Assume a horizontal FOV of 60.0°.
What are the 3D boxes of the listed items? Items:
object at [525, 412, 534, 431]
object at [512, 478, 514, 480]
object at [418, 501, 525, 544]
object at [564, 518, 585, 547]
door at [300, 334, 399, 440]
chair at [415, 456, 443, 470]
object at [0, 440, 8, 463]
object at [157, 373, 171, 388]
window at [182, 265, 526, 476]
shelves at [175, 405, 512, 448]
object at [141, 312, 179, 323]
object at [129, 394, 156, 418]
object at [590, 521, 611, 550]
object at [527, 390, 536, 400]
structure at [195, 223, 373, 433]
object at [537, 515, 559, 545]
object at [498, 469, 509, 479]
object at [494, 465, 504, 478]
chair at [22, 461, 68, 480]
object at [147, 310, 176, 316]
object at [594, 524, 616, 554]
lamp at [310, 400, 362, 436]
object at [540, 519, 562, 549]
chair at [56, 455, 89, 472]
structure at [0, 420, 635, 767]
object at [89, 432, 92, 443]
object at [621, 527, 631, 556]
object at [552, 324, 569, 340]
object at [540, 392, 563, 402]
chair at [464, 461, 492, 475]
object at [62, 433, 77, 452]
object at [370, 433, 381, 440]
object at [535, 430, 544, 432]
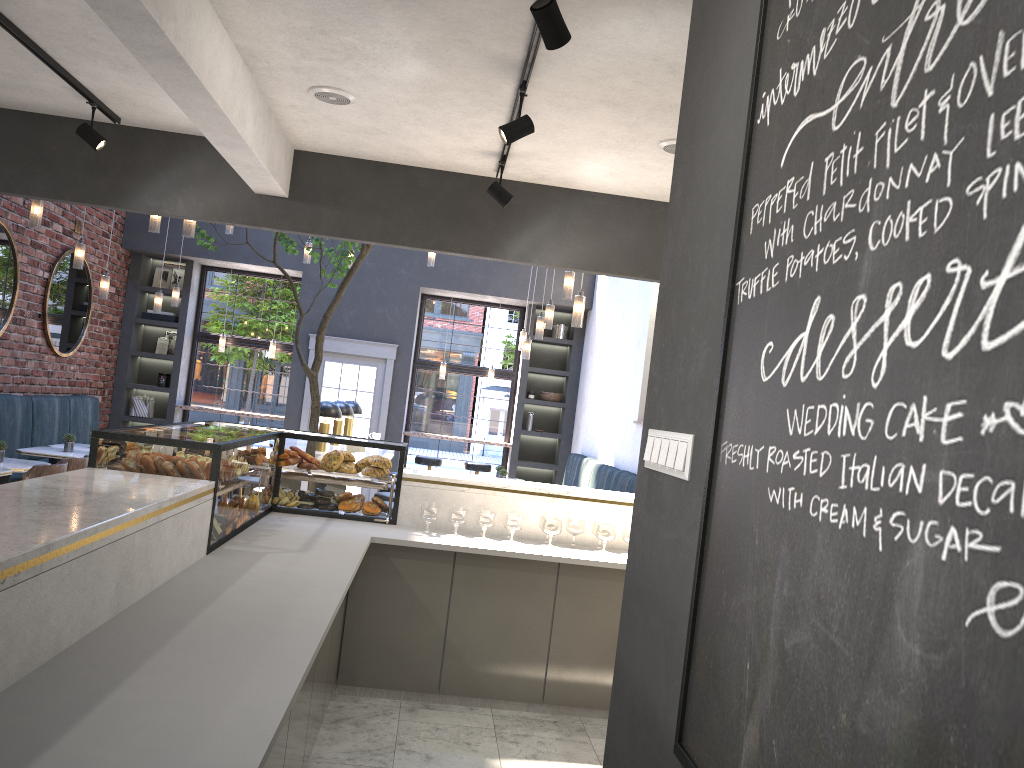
[{"bbox_3d":[0.243,0.509,11.987,0.098,0.248,0.098,6,-1,35],"label":"object"},{"bbox_3d":[0.000,0.999,8.611,0.118,0.165,0.122,7,-1,-27],"label":"object"},{"bbox_3d":[-0.230,0.769,4.936,0.575,0.147,0.256,7,-1,-5],"label":"object"},{"bbox_3d":[0.354,0.842,5.021,0.114,0.147,0.114,7,-1,0],"label":"object"},{"bbox_3d":[-2.147,0.535,11.312,1.132,2.218,0.152,7,-1,-5],"label":"door"},{"bbox_3d":[-1.138,1.372,11.673,0.371,0.821,0.371,8,-2,-42],"label":"chair"},{"bbox_3d":[-3.748,0.487,6.476,0.118,0.165,0.122,7,-1,-27],"label":"object"},{"bbox_3d":[-4.561,-0.049,11.622,0.152,0.181,0.152,6,-2,33],"label":"object"},{"bbox_3d":[-1.472,-1.567,5.989,6.406,5.363,12.711,7,-1,-5],"label":"window"},{"bbox_3d":[-2.193,0.564,11.840,4.403,0.043,0.384,7,-2,-5],"label":"shelves"},{"bbox_3d":[-4.602,-0.865,11.633,0.412,0.084,0.286,7,-2,-5],"label":"object"},{"bbox_3d":[-4.836,0.274,11.611,0.250,0.323,0.241,7,-1,-5],"label":"object"},{"bbox_3d":[0.504,0.860,5.033,0.114,0.147,0.114,7,-1,0],"label":"object"},{"bbox_3d":[0.260,0.147,12.037,0.117,0.119,0.117,8,-1,-28],"label":"object"},{"bbox_3d":[-1.321,-1.369,7.361,3.742,5.987,2.808,6,-1,39],"label":"structure"},{"bbox_3d":[0.205,0.824,5.009,0.114,0.147,0.114,7,-1,0],"label":"object"},{"bbox_3d":[-0.099,1.020,9.804,0.118,0.165,0.122,7,-1,-27],"label":"object"},{"bbox_3d":[-0.147,1.030,10.384,0.118,0.165,0.122,7,-1,-27],"label":"object"},{"bbox_3d":[-3.333,0.931,5.957,0.521,0.851,0.538,7,-1,-3],"label":"chair"},{"bbox_3d":[-4.600,-0.926,11.645,0.327,0.039,0.227,7,-2,-15],"label":"object"},{"bbox_3d":[0.515,0.858,4.902,0.114,0.147,0.114,7,-1,0],"label":"object"},{"bbox_3d":[-1.806,-1.186,4.726,4.184,3.256,8.833,7,-2,-21],"label":"lamp"},{"bbox_3d":[0.216,0.821,4.878,0.114,0.147,0.114,7,-1,0],"label":"object"},{"bbox_3d":[-3.440,0.934,6.528,0.521,0.851,0.538,7,-1,-3],"label":"chair"},{"bbox_3d":[-0.087,1.006,2.589,3.205,1.300,5.806,7,-2,-5],"label":"structure"},{"bbox_3d":[-3.898,0.519,8.291,0.118,0.165,0.122,7,-1,-27],"label":"object"},{"bbox_3d":[0.664,0.876,4.914,0.114,0.147,0.114,7,-1,0],"label":"object"},{"bbox_3d":[0.659,-0.707,12.116,0.214,0.215,0.213,7,-1,5],"label":"object"},{"bbox_3d":[0.532,0.179,12.083,0.304,0.123,0.305,6,-2,16],"label":"object"},{"bbox_3d":[-0.497,1.450,11.702,0.372,0.821,0.370,8,-2,-42],"label":"chair"},{"bbox_3d":[-3.850,0.509,7.712,0.118,0.165,0.122,7,-1,-27],"label":"object"},{"bbox_3d":[-1.494,0.581,9.701,0.176,0.097,0.301,7,-2,-13],"label":"object"},{"bbox_3d":[0.367,0.636,11.969,0.130,0.026,0.130,7,-2,-21],"label":"object"}]
